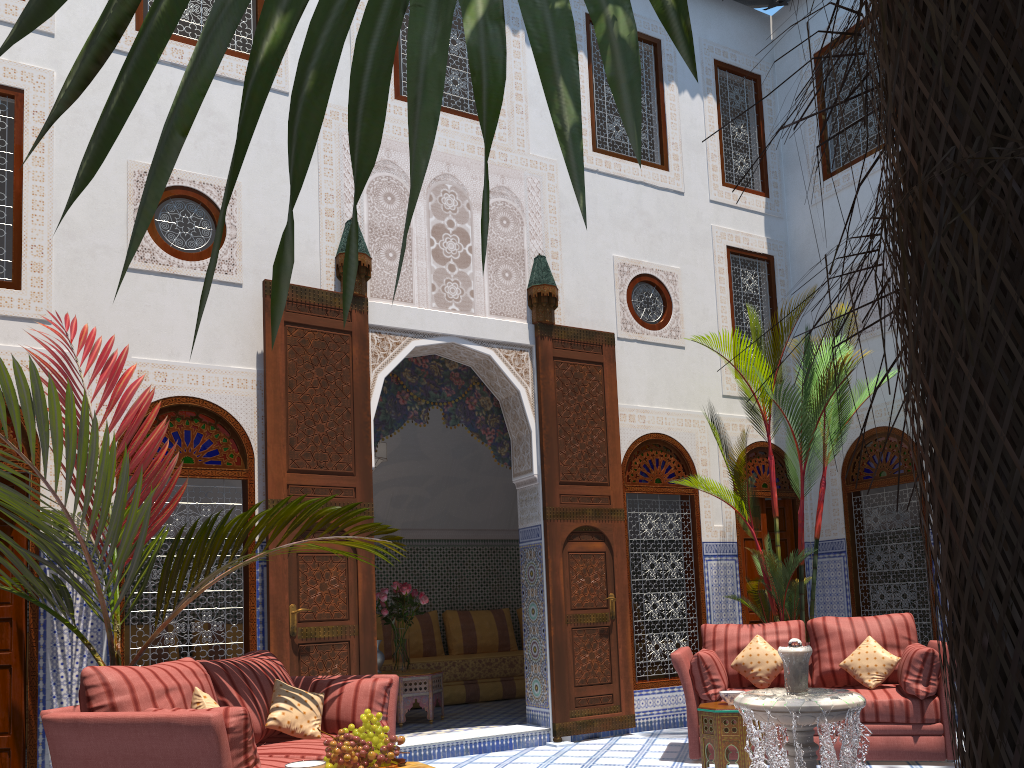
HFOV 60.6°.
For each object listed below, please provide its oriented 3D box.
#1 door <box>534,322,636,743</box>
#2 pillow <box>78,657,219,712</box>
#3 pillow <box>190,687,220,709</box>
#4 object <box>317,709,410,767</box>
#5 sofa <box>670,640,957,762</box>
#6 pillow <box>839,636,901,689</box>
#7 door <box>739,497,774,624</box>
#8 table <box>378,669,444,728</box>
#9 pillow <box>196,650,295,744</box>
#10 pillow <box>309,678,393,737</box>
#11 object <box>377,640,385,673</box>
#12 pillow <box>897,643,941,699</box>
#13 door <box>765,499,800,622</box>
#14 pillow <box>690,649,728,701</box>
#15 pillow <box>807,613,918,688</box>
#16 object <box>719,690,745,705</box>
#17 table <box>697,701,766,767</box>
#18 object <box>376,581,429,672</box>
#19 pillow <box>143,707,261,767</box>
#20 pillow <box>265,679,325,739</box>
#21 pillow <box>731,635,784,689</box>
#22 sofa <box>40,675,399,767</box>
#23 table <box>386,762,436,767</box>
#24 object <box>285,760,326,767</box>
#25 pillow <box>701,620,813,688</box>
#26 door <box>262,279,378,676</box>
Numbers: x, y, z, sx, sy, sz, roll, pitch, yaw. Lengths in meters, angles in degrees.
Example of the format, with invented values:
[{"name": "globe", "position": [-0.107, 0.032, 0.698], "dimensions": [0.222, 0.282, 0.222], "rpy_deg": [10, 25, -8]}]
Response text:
[{"name": "door", "position": [0.443, 0.882, 5.355], "dimensions": [0.584, 2.475, 0.125], "rpy_deg": [1, -7, -30]}, {"name": "pillow", "position": [-1.223, 1.143, 2.998], "dimensions": [0.292, 0.383, 0.594], "rpy_deg": [-5, -12, 15]}, {"name": "pillow", "position": [-0.990, 1.132, 2.889], "dimensions": [0.133, 0.269, 0.310], "rpy_deg": [2, -11, -28]}, {"name": "object", "position": [-0.475, 1.161, 2.790], "dimensions": [0.219, 0.235, 0.309], "rpy_deg": [-11, -14, 40]}, {"name": "sofa", "position": [1.559, 1.638, 4.572], "dimensions": [1.365, 0.532, 0.748], "rpy_deg": [-6, -12, 15]}, {"name": "pillow", "position": [1.816, 1.411, 4.447], "dimensions": [0.148, 0.254, 0.285], "rpy_deg": [2, -11, -30]}, {"name": "door", "position": [1.699, 1.516, 6.097], "dimensions": [0.286, 1.439, 0.125], "rpy_deg": [1, -7, -30]}, {"name": "table", "position": [-0.737, 2.072, 5.795], "dimensions": [0.539, 0.317, 0.549], "rpy_deg": [4, -14, -29]}, {"name": "pillow", "position": [-1.076, 1.273, 3.540], "dimensions": [0.321, 0.367, 0.573], "rpy_deg": [-5, -12, 15]}, {"name": "pillow", "position": [-0.687, 1.344, 3.641], "dimensions": [0.397, 0.239, 0.191], "rpy_deg": [-6, -10, 16]}, {"name": "object", "position": [-0.885, 1.780, 5.722], "dimensions": [0.106, 0.209, 0.108], "rpy_deg": [1, -8, -24]}, {"name": "pillow", "position": [1.984, 1.396, 4.276], "dimensions": [0.188, 0.238, 0.405], "rpy_deg": [-5, -12, 16]}, {"name": "door", "position": [1.918, 1.560, 6.304], "dimensions": [0.286, 1.439, 0.024], "rpy_deg": [-2, -6, 1]}, {"name": "pillow", "position": [1.022, 1.505, 4.536], "dimensions": [0.188, 0.248, 0.388], "rpy_deg": [-5, -12, 16]}, {"name": "pillow", "position": [1.868, 1.429, 4.660], "dimensions": [0.560, 0.395, 0.311], "rpy_deg": [-5, -9, 11]}, {"name": "object", "position": [1.021, 1.453, 4.054], "dimensions": [0.118, 0.056, 0.121], "rpy_deg": [2, -13, -17]}, {"name": "table", "position": [1.009, 1.634, 4.013], "dimensions": [0.290, 0.318, 0.295], "rpy_deg": [-5, -10, 15]}, {"name": "object", "position": [-0.764, 1.604, 5.799], "dimensions": [0.447, 0.586, 0.341], "rpy_deg": [-2, -8, -4]}, {"name": "pillow", "position": [-0.952, 1.114, 2.682], "dimensions": [0.381, 0.249, 0.191], "rpy_deg": [-6, -9, 17]}, {"name": "pillow", "position": [-0.862, 1.294, 3.488], "dimensions": [0.267, 0.232, 0.149], "rpy_deg": [3, -10, -28]}, {"name": "pillow", "position": [1.305, 1.462, 4.617], "dimensions": [0.303, 0.273, 0.132], "rpy_deg": [-8, -9, 26]}, {"name": "sofa", "position": [-0.994, 1.393, 3.197], "dimensions": [0.734, 0.530, 1.392], "rpy_deg": [-5, -14, 15]}, {"name": "table", "position": [-0.468, 1.340, 2.619], "dimensions": [0.539, 0.317, 0.549], "rpy_deg": [4, -14, -29]}, {"name": "object", "position": [-0.603, 1.139, 2.561], "dimensions": [0.118, 0.056, 0.121], "rpy_deg": [-4, -13, 8]}, {"name": "pillow", "position": [1.331, 1.496, 4.809], "dimensions": [0.583, 0.373, 0.307], "rpy_deg": [-6, -10, 15]}, {"name": "door", "position": [-0.981, 0.730, 4.528], "dimensions": [0.584, 2.475, 0.125], "rpy_deg": [2, -7, -35]}]
